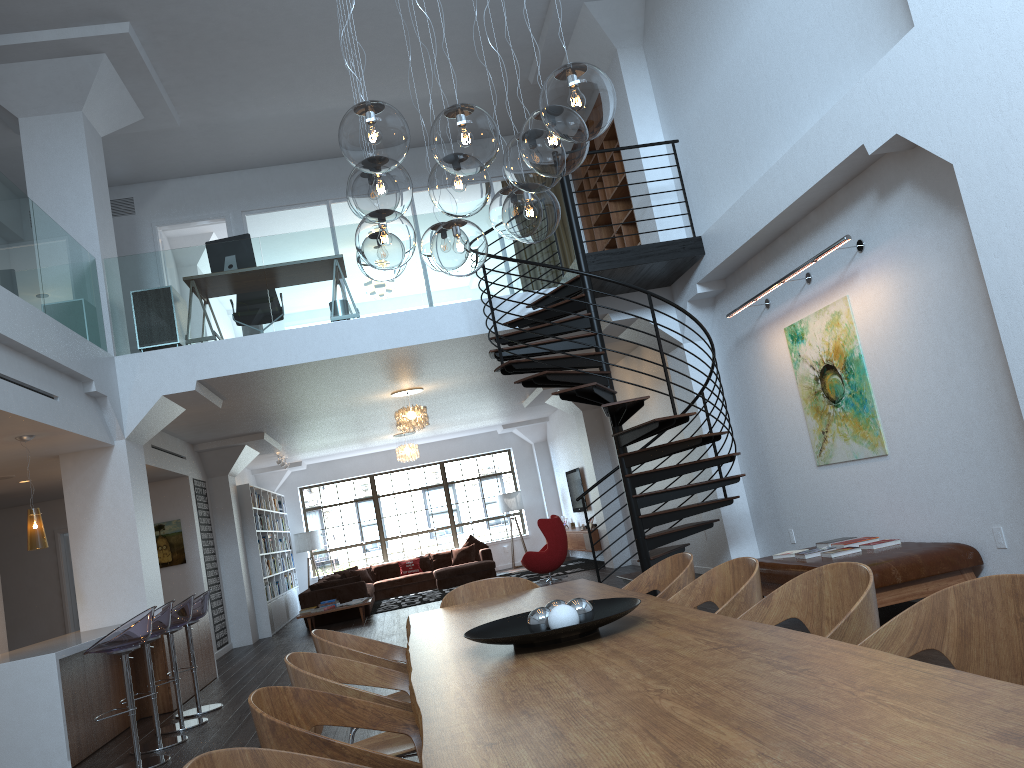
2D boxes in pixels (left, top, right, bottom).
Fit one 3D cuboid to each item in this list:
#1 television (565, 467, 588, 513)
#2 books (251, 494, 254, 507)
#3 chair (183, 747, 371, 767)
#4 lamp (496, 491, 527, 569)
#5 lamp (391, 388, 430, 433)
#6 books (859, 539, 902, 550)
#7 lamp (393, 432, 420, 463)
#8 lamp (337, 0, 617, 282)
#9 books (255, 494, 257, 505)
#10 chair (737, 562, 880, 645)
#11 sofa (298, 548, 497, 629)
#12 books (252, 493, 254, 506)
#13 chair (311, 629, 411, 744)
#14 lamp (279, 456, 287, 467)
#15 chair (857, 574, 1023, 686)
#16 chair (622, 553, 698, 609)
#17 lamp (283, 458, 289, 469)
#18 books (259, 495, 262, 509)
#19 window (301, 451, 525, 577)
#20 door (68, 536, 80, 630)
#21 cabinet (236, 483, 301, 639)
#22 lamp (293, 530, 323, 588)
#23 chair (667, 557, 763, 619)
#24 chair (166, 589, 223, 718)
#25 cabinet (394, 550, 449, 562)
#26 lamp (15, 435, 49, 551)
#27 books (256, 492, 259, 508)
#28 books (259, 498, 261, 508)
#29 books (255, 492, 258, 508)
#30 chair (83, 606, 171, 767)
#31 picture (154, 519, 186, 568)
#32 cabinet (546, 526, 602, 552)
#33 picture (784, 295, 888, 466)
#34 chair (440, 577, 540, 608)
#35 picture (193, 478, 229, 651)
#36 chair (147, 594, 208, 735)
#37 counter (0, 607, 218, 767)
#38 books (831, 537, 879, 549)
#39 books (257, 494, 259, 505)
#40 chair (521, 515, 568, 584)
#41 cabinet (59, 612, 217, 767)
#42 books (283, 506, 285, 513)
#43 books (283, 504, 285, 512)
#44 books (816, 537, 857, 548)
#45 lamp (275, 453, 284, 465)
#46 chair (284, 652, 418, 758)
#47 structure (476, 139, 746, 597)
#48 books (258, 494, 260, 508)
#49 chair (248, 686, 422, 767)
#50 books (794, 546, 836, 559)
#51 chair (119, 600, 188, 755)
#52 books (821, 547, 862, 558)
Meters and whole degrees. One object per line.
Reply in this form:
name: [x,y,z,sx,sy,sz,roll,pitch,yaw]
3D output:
television: [1.227,2.048,16.988,0.013,0.816,1.324,-10,-8,-9]
books: [-4.283,1.912,14.380,0.161,0.222,0.084,-10,-8,-9]
chair: [-0.254,1.069,1.646,0.618,0.833,0.629,-10,-8,-9]
lamp: [0.066,3.120,18.998,0.545,1.579,0.545,-11,-8,2]
lamp: [-1.342,0.365,11.746,0.441,0.539,0.442,-16,-10,33]
books: [2.567,1.118,6.186,0.224,0.036,0.161,-9,-8,-15]
lamp: [-1.981,1.202,16.696,0.441,0.539,0.442,-16,-10,33]
lamp: [-0.369,-1.524,3.556,0.849,2.140,1.787,-10,-8,-10]
books: [-4.335,1.966,14.743,0.174,0.242,0.105,-10,-8,-9]
chair: [0.832,0.993,2.590,0.618,0.833,0.629,-10,-8,-9]
sofa: [-1.923,3.589,16.278,3.481,0.664,4.197,-10,-8,-9]
books: [-4.302,1.911,14.454,0.170,0.251,0.118,-10,-8,-9]
chair: [-0.528,1.449,3.910,0.618,0.833,0.629,-10,-8,-11]
lamp: [-4.257,1.435,16.440,0.111,0.211,0.120,-18,-10,40]
chair: [0.918,0.866,1.824,0.618,0.833,0.629,-10,-8,-9]
chair: [0.626,1.247,4.086,0.617,0.830,0.629,-10,-8,-9]
lamp: [-4.321,1.521,16.948,0.120,0.211,0.111,-6,-10,-34]
books: [-4.391,2.033,15.178,0.182,0.255,0.077,-10,-8,-9]
window: [-2.147,2.817,19.494,4.648,1.905,0.114,-10,-8,-9]
door: [-6.132,3.153,12.477,0.826,2.032,0.174,-10,-8,-9]
cabinet: [-4.472,3.167,16.130,0.461,2.414,4.500,-10,-8,-9]
lamp: [-4.147,3.865,18.435,0.545,1.579,0.545,-8,-9,-20]
chair: [0.717,1.122,3.334,0.618,0.833,0.629,-10,-8,-7]
chair: [-2.824,2.364,7.809,0.481,1.014,0.530,-10,-8,-7]
cabinet: [-1.836,3.954,18.785,1.520,0.625,0.350,-10,-8,-9]
lamp: [-3.198,0.450,8.249,0.149,1.807,2.842,-16,-9,30]
books: [-4.368,1.970,14.892,0.197,0.290,0.136,-10,-8,-9]
books: [-4.375,2.022,15.077,0.174,0.243,0.085,-10,-8,-9]
books: [-4.356,1.958,14.832,0.176,0.293,0.125,-10,-8,-9]
chair: [-2.574,2.048,5.953,0.481,1.014,0.530,-10,-8,-7]
picture: [-4.677,2.167,11.984,0.450,0.600,0.030,-10,-8,-9]
cabinet: [1.232,2.939,16.904,0.459,0.350,4.501,-10,-8,-9]
picture: [2.523,0.015,7.004,0.010,1.200,1.095,-10,-8,-9]
chair: [-0.035,1.472,4.737,0.629,0.833,0.618,-9,-8,-14]
picture: [-4.284,2.540,12.636,0.021,2.380,0.800,-10,-8,-9]
chair: [-2.745,2.260,7.193,0.481,1.014,0.530,-10,-8,-11]
counter: [-2.442,2.152,6.282,3.039,0.860,8.182,-5,-10,-38]
books: [2.522,1.169,6.510,0.283,0.043,0.197,-10,-8,-9]
books: [-4.359,1.999,14.961,0.159,0.248,0.089,-10,-8,-9]
chair: [0.518,2.632,14.167,0.801,1.006,0.798,-13,-8,16]
cabinet: [-3.533,2.597,7.727,0.898,0.796,4.493,-10,-8,-9]
books: [-4.789,2.597,18.355,0.136,0.196,0.045,-10,-8,-9]
books: [-4.791,2.606,18.395,0.139,0.191,0.036,-10,-8,-9]
books: [2.500,1.221,6.825,0.254,0.044,0.183,-9,-8,-14]
lamp: [-4.193,1.351,15.945,0.111,0.211,0.120,-15,-9,25]
chair: [-0.447,1.323,3.144,0.618,0.833,0.629,-10,-8,-9]
structure: [0.852,-0.045,7.987,1.998,4.352,1.998,-18,-11,41]
books: [-4.361,2.003,14.994,0.182,0.253,0.098,-10,-8,-9]
chair: [-0.351,1.197,2.397,0.618,0.833,0.629,-10,-8,-9]
books: [2.199,1.221,6.418,0.247,0.040,0.185,-10,-8,-6]
chair: [-2.681,2.157,6.567,0.481,1.014,0.530,-10,-8,-11]
books: [2.289,1.169,6.168,0.224,0.032,0.161,-10,-8,-9]
